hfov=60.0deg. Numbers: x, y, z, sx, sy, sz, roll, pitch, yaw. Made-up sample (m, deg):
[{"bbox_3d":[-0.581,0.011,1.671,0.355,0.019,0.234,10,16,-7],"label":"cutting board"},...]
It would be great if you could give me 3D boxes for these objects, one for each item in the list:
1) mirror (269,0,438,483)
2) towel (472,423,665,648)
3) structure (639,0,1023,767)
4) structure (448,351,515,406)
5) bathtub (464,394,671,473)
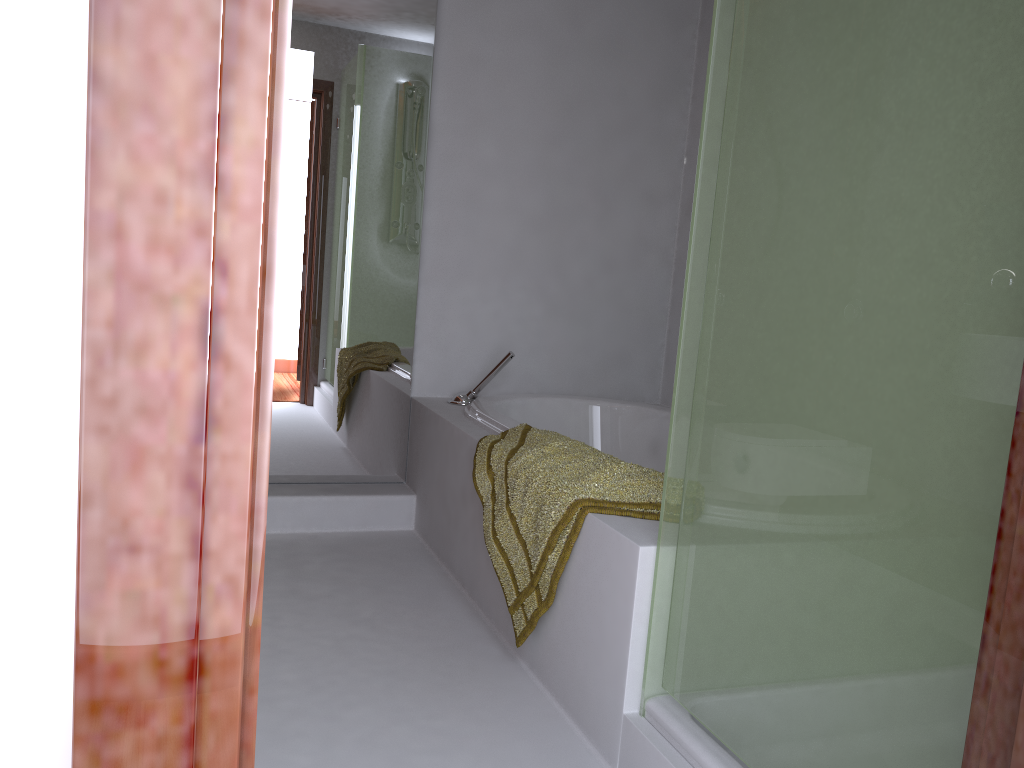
[{"bbox_3d":[-0.981,-0.741,2.912,1.433,2.183,0.019,2,7,-21],"label":"mirror"},{"bbox_3d":[0.139,0.379,2.206,0.349,0.452,0.890,1,8,-26],"label":"towel"},{"bbox_3d":[0.914,-0.203,1.394,1.015,2.079,0.765,2,7,-21],"label":"structure"},{"bbox_3d":[-0.108,-0.004,3.186,0.239,0.257,0.112,6,7,10],"label":"structure"},{"bbox_3d":[0.402,0.366,2.652,0.881,0.424,1.683,2,7,-21],"label":"bathtub"}]
